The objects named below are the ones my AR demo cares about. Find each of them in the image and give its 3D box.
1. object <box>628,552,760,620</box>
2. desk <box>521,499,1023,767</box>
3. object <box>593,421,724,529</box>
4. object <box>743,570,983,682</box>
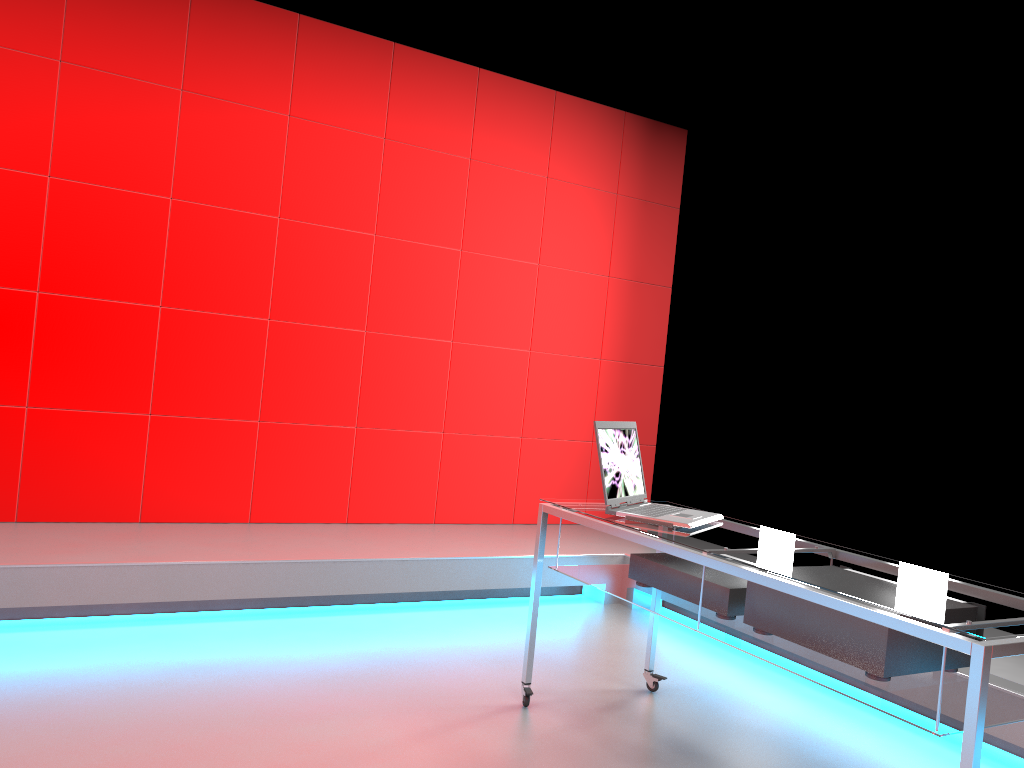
[{"bbox_3d":[0.632,0.603,2.680,0.365,0.092,0.435,6,0,-30],"label":"object"},{"bbox_3d":[0.696,0.793,2.417,0.594,0.690,1.617,6,0,-30],"label":"desk"},{"bbox_3d":[0.468,0.278,2.806,0.340,0.285,0.342,6,0,30],"label":"object"},{"bbox_3d":[0.885,0.597,2.256,0.371,0.158,0.431,6,0,-30],"label":"object"}]
